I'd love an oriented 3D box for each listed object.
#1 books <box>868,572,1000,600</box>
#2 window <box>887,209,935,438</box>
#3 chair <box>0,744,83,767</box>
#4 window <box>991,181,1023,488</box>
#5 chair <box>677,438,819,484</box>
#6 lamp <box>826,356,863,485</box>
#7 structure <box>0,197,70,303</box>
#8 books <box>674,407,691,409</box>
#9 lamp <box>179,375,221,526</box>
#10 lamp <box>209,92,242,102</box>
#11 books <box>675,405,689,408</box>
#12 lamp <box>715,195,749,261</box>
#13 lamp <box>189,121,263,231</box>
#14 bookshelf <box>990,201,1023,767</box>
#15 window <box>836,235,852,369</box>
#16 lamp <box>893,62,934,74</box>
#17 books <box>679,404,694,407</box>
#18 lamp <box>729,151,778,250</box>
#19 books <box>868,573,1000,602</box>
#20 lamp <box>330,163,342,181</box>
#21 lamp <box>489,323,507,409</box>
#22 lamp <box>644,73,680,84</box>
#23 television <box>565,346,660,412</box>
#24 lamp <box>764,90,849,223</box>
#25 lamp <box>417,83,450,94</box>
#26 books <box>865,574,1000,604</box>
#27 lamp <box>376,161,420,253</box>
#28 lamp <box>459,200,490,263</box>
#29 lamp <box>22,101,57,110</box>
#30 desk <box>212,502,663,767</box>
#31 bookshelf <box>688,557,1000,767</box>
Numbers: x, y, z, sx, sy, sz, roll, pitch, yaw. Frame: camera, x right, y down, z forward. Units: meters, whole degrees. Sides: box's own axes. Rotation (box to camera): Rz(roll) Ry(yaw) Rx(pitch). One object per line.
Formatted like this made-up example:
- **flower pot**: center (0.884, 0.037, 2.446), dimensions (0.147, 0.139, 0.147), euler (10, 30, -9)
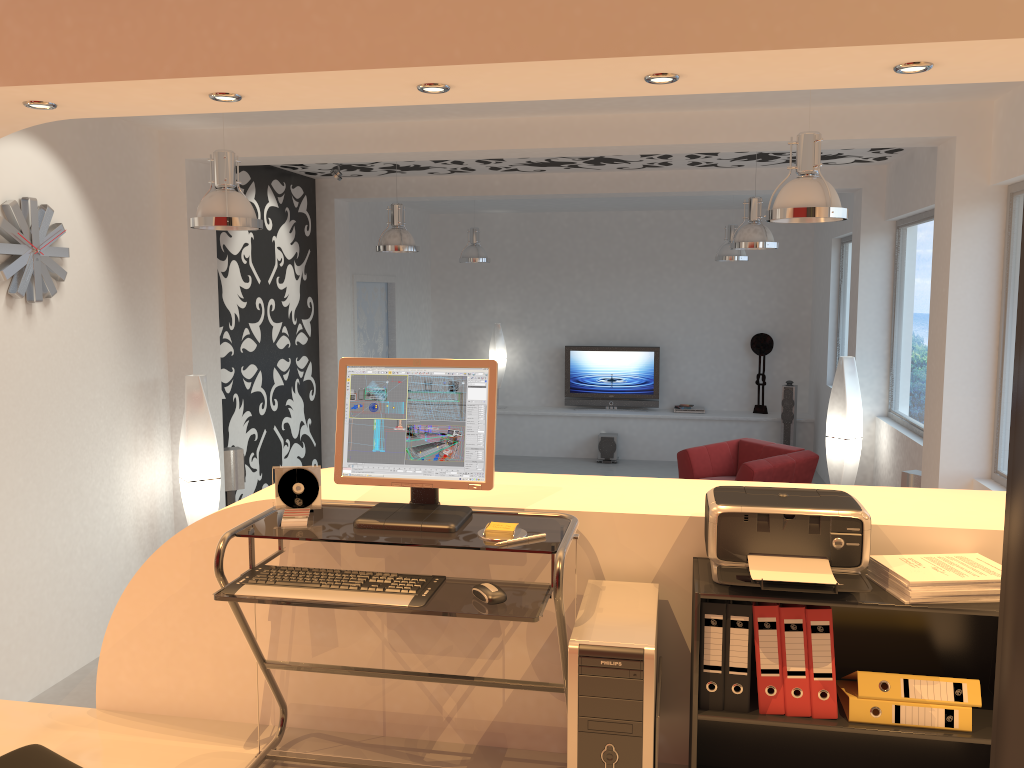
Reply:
- **books**: center (1.093, 0.503, 2.241), dimensions (0.297, 0.006, 0.210), euler (-1, 6, -5)
- **window**: center (3.329, -0.467, 6.996), dimensions (0.100, 1.800, 2.400), euler (1, 6, 10)
- **chair**: center (-0.856, 0.840, 1.312), dimensions (0.664, 0.795, 0.768), euler (4, 7, 30)
- **window**: center (2.817, -0.177, 4.259), dimensions (0.100, 1.800, 2.400), euler (1, 6, 10)
- **chair**: center (2.447, 1.024, 9.354), dimensions (0.951, 0.738, 1.288), euler (-3, 7, -29)
- **lamp**: center (3.003, 0.640, 8.040), dimensions (0.313, 1.779, 0.313), euler (0, 6, 2)
- **structure**: center (-2.727, -0.759, 5.046), dimensions (0.090, 0.596, 0.596), euler (1, 6, 10)
- **books**: center (2.431, 0.336, 12.633), dimensions (0.190, 0.015, 0.135), euler (-3, 7, -24)
- **lamp**: center (-2.212, 0.824, 6.299), dimensions (0.313, 1.779, 0.313), euler (2, 6, 19)
- **lamp**: center (-0.932, -0.932, 2.886), dimensions (0.105, 0.011, 0.105), euler (0, 6, -1)
- **books**: center (2.431, 0.320, 12.634), dimensions (0.190, 0.015, 0.135), euler (-1, 6, -9)
- **lamp**: center (2.510, -1.804, 10.083), dimensions (0.379, 0.800, 0.379), euler (-5, 8, -40)
- **lamp**: center (-1.546, -1.241, 4.764), dimensions (0.379, 0.800, 0.379), euler (-2, 6, -18)
- **bookshelf**: center (0.534, 0.258, 0.087), dimensions (0.816, 2.213, 0.305), euler (1, 6, 10)
- **window**: center (3.841, -0.757, 9.734), dimensions (0.100, 1.800, 2.400), euler (1, 6, 10)
- **lamp**: center (1.132, -0.891, 2.504), dimensions (0.105, 0.011, 0.105), euler (0, 6, -1)
- **books**: center (2.480, 0.307, 12.618), dimensions (0.190, 0.015, 0.135), euler (2, 6, 20)
- **lamp**: center (1.961, -1.494, 7.150), dimensions (0.379, 0.800, 0.379), euler (5, 8, 39)
- **books**: center (1.093, 0.508, 2.242), dimensions (0.297, 0.006, 0.210), euler (-1, 6, -5)
- **lamp**: center (-1.541, -1.869, 7.777), dimensions (0.118, 0.176, 0.112), euler (-5, 8, -37)
- **lamp**: center (-0.209, -0.268, 13.007), dimensions (0.263, 1.239, 0.263), euler (0, 6, 2)
- **lamp**: center (0.444, -0.905, 2.631), dimensions (0.105, 0.011, 0.105), euler (0, 6, -1)
- **television**: center (1.440, -0.085, 12.802), dimensions (1.356, 0.919, 0.343), euler (1, 6, 10)
- **lamp**: center (1.413, -1.183, 4.217), dimensions (0.379, 0.800, 0.379), euler (-2, 6, -18)
- **lamp**: center (-0.244, -0.918, 2.758), dimensions (0.105, 0.011, 0.105), euler (0, 6, -1)
- **books**: center (1.086, 0.514, 2.241), dimensions (0.297, 0.006, 0.210), euler (0, 6, -3)
- **lamp**: center (-0.997, -1.552, 7.697), dimensions (0.379, 0.800, 0.379), euler (0, 6, 3)
- **lamp**: center (-0.448, -1.862, 10.630), dimensions (0.379, 0.800, 0.379), euler (1, 6, 7)
- **lamp**: center (-1.601, -0.945, 3.009), dimensions (0.105, 0.011, 0.105), euler (0, 6, -1)
- **desk**: center (-0.186, 0.748, 2.382), dimensions (1.158, 0.723, 0.523), euler (1, 6, 10)
- **bookshelf**: center (0.885, 0.821, 2.317), dimensions (0.816, 0.622, 0.305), euler (1, 6, 10)
